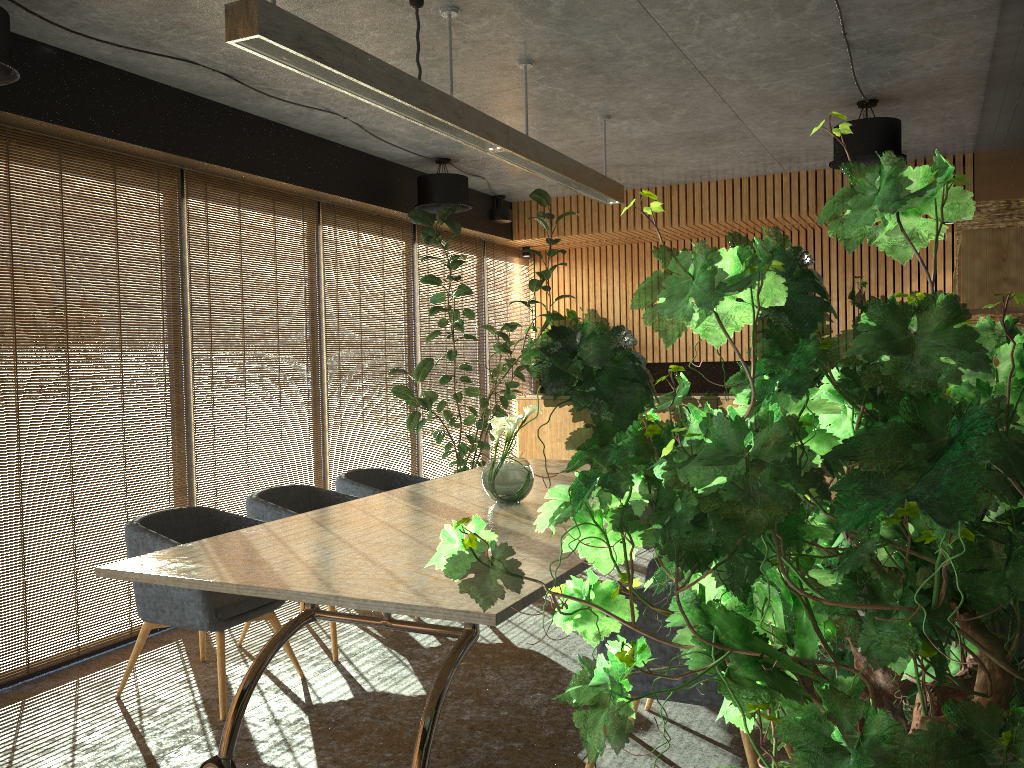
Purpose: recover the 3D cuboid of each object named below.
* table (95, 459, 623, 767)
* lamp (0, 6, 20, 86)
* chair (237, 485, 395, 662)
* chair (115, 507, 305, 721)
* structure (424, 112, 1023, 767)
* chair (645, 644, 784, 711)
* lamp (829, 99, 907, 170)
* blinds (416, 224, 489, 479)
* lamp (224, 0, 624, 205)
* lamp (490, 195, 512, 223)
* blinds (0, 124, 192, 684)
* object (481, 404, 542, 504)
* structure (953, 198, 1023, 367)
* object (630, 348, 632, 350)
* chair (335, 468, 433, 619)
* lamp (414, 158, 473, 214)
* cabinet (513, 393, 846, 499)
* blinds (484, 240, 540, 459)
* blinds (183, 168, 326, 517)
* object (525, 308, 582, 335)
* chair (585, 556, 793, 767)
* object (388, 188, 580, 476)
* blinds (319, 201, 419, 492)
[{"bbox_3d":[-0.008,1.126,4.979,1.816,0.927,3.932,0,2,26],"label":"table"},{"bbox_3d":[-2.467,-1.602,3.903,0.513,0.497,0.513,-1,2,14],"label":"lamp"},{"bbox_3d":[-1.233,1.129,5.567,0.761,0.944,0.706,0,2,26],"label":"chair"},{"bbox_3d":[-1.622,1.162,4.756,0.761,0.944,0.706,0,2,26],"label":"chair"},{"bbox_3d":[0.638,0.684,1.549,0.952,1.987,2.081,0,2,27],"label":"structure"},{"bbox_3d":[1.112,1.109,4.440,0.761,0.944,0.706,0,2,26],"label":"chair"},{"bbox_3d":[2.525,-1.788,6.307,0.513,0.497,0.513,-3,2,-35],"label":"lamp"},{"bbox_3d":[-0.593,-0.083,9.350,0.039,3.038,1.422,0,2,26],"label":"blinds"},{"bbox_3d":[-0.092,-1.600,4.922,0.151,0.618,4.009,0,2,26],"label":"lamp"},{"bbox_3d":[1.631,-1.928,8.791,4.179,0.294,0.257,0,2,26],"label":"lamp"},{"bbox_3d":[-3.262,0.190,2.876,1.388,3.075,6.486,-1,2,7],"label":"blinds"},{"bbox_3d":[-0.019,0.390,4.978,0.295,0.546,0.322,0,2,36],"label":"object"},{"bbox_3d":[1.948,-0.121,3.622,0.242,1.130,2.172,0,2,26],"label":"structure"},{"bbox_3d":[1.026,-0.308,10.523,0.679,0.880,0.512,0,2,29],"label":"object"},{"bbox_3d":[-0.844,1.096,6.377,0.761,0.944,0.706,0,2,26],"label":"chair"},{"bbox_3d":[-0.610,-1.761,7.813,0.513,0.497,0.513,-1,2,-4],"label":"lamp"},{"bbox_3d":[2.412,0.751,10.013,4.954,1.272,1.006,0,2,26],"label":"cabinet"},{"bbox_3d":[0.042,-0.137,10.673,0.039,3.038,1.422,0,2,26],"label":"blinds"},{"bbox_3d":[-1.874,0.026,6.682,0.039,3.038,1.422,0,2,26],"label":"blinds"},{"bbox_3d":[0.567,-0.392,10.756,0.640,1.054,0.666,-2,2,-23],"label":"object"},{"bbox_3d":[0.723,1.142,3.630,0.761,0.944,0.706,0,2,26],"label":"chair"},{"bbox_3d":[-0.428,-0.145,8.673,1.875,3.266,1.958,-2,2,-26],"label":"object"},{"bbox_3d":[-1.239,-0.028,8.005,0.039,3.038,1.422,0,2,26],"label":"blinds"}]
